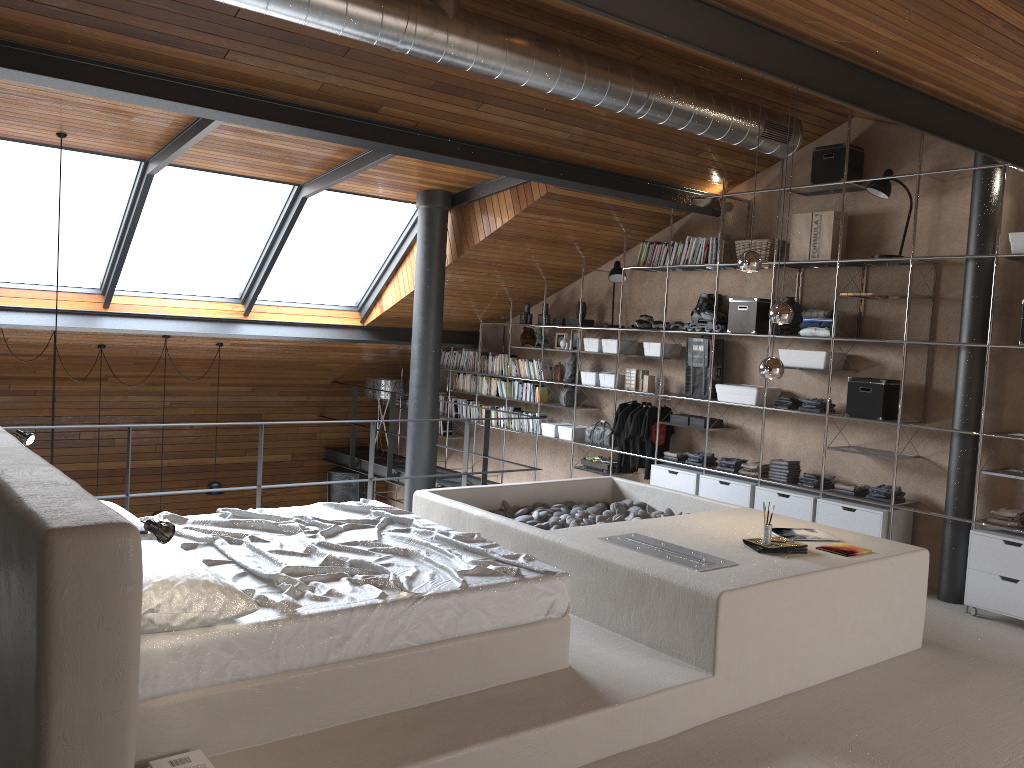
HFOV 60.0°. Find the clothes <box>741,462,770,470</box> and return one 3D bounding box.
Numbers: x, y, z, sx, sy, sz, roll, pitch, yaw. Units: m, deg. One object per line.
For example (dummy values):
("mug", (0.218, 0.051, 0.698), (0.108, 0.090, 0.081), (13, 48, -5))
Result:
("clothes", (2.027, 0.673, 7.325), (0.212, 0.047, 0.187), (1, 4, -37))

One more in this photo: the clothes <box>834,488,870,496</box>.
("clothes", (2.571, 0.801, 6.663), (0.248, 0.043, 0.190), (1, 4, -29))

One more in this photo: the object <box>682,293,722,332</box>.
("object", (1.710, -0.625, 7.783), (0.174, 0.342, 0.416), (1, 4, -34))

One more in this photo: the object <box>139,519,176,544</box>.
("object", (-1.065, 0.448, 2.594), (0.156, 0.106, 0.087), (0, 4, -41))

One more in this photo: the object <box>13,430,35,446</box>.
("object", (-2.396, 0.276, 4.273), (0.165, 0.106, 0.085), (3, 3, -10))

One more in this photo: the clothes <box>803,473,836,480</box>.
("clothes", (2.387, 0.722, 6.920), (0.200, 0.052, 0.194), (1, 4, -37))

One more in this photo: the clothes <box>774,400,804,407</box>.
("clothes", (2.242, 0.153, 7.127), (0.215, 0.047, 0.191), (1, 4, -38))

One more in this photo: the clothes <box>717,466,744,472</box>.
("clothes", (1.885, 0.709, 7.540), (0.242, 0.048, 0.207), (0, 4, -41))

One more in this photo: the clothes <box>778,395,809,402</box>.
("clothes", (2.247, 0.123, 7.109), (0.200, 0.052, 0.194), (1, 4, -37))

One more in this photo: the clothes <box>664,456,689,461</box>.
("clothes", (1.519, 0.664, 8.014), (0.248, 0.043, 0.190), (1, 4, -29))

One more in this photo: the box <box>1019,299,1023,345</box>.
("box", (3.413, -0.379, 5.583), (0.266, 0.295, 0.289), (1, 4, -38))

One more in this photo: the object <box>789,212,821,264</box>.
("object", (2.335, -1.147, 7.009), (0.192, 0.382, 0.181), (1, 4, -38))

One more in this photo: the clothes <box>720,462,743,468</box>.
("clothes", (1.877, 0.683, 7.523), (0.203, 0.053, 0.198), (1, 4, -34))

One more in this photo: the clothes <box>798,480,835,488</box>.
("clothes", (2.368, 0.775, 6.926), (0.243, 0.045, 0.208), (1, 4, -39))

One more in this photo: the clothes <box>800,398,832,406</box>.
("clothes", (2.375, 0.136, 6.908), (0.200, 0.052, 0.194), (1, 4, -36))

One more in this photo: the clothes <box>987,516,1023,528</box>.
("clothes", (3.247, 0.887, 5.773), (0.238, 0.053, 0.212), (0, 4, -40))

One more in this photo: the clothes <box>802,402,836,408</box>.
("clothes", (2.377, 0.167, 6.893), (0.215, 0.047, 0.191), (1, 4, -38))

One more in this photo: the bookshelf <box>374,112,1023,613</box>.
("bookshelf", (1.615, 0.938, 7.938), (0.421, 6.219, 10.740), (1, 4, -38))

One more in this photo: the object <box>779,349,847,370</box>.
("object", (2.354, -0.193, 6.959), (0.289, 0.135, 0.437), (1, 4, -38))

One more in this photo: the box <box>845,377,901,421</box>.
("box", (2.667, 0.107, 6.531), (0.266, 0.295, 0.289), (1, 4, -38))

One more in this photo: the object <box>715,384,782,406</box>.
("object", (1.974, 0.088, 7.422), (0.343, 0.147, 0.445), (1, 4, -38))

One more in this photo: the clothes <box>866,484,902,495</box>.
("clothes", (2.719, 0.766, 6.456), (0.200, 0.052, 0.194), (1, 4, -36))

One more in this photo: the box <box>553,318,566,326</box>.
("box", (0.566, -0.643, 9.261), (0.208, 0.079, 0.207), (2, 4, -24))

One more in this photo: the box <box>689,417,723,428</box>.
("box", (1.703, 0.339, 7.772), (0.208, 0.079, 0.207), (2, 4, -26))

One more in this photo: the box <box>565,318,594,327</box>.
("box", (0.693, -0.626, 9.085), (0.208, 0.079, 0.207), (0, 4, -41))

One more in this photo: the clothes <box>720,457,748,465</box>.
("clothes", (1.894, 0.654, 7.529), (0.204, 0.049, 0.184), (1, 4, -39))

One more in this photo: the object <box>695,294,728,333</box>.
("object", (1.810, -0.631, 7.883), (0.174, 0.342, 0.416), (1, 4, -33))

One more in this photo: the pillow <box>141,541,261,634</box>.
("pillow", (-1.309, 0.703, 3.215), (0.502, 0.176, 0.837), (1, 4, -37))

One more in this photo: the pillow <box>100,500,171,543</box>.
("pillow", (-1.857, 0.634, 3.919), (0.509, 0.173, 0.842), (1, 4, -38))

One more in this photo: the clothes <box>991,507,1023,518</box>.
("clothes", (3.246, 0.832, 5.760), (0.212, 0.047, 0.187), (1, 4, -37))

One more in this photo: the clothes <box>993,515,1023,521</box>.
("clothes", (3.245, 0.859, 5.748), (0.229, 0.052, 0.199), (1, 4, -35))

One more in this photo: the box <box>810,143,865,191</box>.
("box", (2.506, -1.669, 6.828), (0.266, 0.295, 0.289), (1, 4, -38))

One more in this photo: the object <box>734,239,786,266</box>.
("object", (2.052, -1.088, 7.347), (0.262, 0.198, 0.417), (1, 4, -38))

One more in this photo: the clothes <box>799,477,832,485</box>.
("clothes", (2.381, 0.752, 6.939), (0.215, 0.047, 0.191), (1, 4, -38))

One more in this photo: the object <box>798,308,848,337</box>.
("object", (2.425, -0.476, 6.888), (0.250, 0.229, 0.306), (1, 4, -36))

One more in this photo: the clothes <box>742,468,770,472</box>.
("clothes", (2.026, 0.700, 7.313), (0.229, 0.052, 0.199), (1, 4, -35))

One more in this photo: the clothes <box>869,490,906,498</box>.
("clothes", (2.721, 0.798, 6.441), (0.215, 0.047, 0.191), (1, 4, -38))

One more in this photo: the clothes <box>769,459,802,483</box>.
("clothes", (2.188, 0.691, 7.098), (0.184, 0.172, 0.201), (1, 4, -36))

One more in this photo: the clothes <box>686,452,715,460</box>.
("clothes", (1.667, 0.629, 7.807), (0.200, 0.052, 0.194), (1, 4, -36))

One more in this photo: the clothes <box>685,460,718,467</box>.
("clothes", (1.680, 0.685, 7.807), (0.243, 0.045, 0.208), (1, 4, -38))

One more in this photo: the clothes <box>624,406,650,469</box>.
("clothes", (1.235, 0.501, 8.362), (0.488, 0.586, 0.074), (0, 5, -45))

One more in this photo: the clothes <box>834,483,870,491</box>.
("clothes", (2.562, 0.770, 6.652), (0.221, 0.050, 0.196), (1, 4, -35))

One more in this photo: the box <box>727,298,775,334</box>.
("box", (2.001, -0.563, 7.395), (0.266, 0.295, 0.289), (1, 4, -38))

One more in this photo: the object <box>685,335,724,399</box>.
("object", (1.705, -0.157, 7.847), (0.188, 0.559, 0.337), (1, 4, -33))

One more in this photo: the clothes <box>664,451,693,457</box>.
("clothes", (1.510, 0.632, 8.002), (0.221, 0.050, 0.196), (1, 4, -35))

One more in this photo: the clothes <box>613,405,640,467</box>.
("clothes", (1.136, 0.491, 8.439), (0.488, 0.586, 0.074), (0, 5, -45))

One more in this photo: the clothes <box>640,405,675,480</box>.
("clothes", (1.348, 0.540, 8.193), (0.424, 0.689, 0.090), (1, 4, -39))

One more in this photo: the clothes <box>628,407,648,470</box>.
("clothes", (1.251, 0.506, 8.291), (0.488, 0.586, 0.074), (0, 5, -45))

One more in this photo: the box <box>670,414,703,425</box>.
("box", (1.566, 0.320, 7.962), (0.208, 0.079, 0.207), (1, 4, -39))

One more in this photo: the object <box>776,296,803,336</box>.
("object", (2.241, -0.542, 7.125), (0.212, 0.319, 0.157), (3, 3, -11))

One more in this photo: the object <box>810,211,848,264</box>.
("object", (2.451, -1.132, 6.860), (0.192, 0.382, 0.181), (1, 4, -38))

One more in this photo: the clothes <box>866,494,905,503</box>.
("clothes", (2.732, 0.823, 6.456), (0.243, 0.045, 0.208), (1, 4, -38))

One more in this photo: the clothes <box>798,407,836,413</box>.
("clothes", (2.388, 0.193, 6.907), (0.243, 0.045, 0.208), (1, 4, -38))

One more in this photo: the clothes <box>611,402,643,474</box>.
("clothes", (1.122, 0.511, 8.482), (0.424, 0.689, 0.090), (1, 4, -39))

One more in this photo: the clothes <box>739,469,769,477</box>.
("clothes", (2.028, 0.728, 7.338), (0.238, 0.053, 0.212), (0, 4, -40))

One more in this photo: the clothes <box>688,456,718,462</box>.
("clothes", (1.669, 0.660, 7.792), (0.215, 0.047, 0.191), (1, 4, -38))

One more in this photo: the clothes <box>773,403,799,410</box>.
("clothes", (2.228, 0.176, 7.115), (0.243, 0.045, 0.208), (1, 4, -39))
